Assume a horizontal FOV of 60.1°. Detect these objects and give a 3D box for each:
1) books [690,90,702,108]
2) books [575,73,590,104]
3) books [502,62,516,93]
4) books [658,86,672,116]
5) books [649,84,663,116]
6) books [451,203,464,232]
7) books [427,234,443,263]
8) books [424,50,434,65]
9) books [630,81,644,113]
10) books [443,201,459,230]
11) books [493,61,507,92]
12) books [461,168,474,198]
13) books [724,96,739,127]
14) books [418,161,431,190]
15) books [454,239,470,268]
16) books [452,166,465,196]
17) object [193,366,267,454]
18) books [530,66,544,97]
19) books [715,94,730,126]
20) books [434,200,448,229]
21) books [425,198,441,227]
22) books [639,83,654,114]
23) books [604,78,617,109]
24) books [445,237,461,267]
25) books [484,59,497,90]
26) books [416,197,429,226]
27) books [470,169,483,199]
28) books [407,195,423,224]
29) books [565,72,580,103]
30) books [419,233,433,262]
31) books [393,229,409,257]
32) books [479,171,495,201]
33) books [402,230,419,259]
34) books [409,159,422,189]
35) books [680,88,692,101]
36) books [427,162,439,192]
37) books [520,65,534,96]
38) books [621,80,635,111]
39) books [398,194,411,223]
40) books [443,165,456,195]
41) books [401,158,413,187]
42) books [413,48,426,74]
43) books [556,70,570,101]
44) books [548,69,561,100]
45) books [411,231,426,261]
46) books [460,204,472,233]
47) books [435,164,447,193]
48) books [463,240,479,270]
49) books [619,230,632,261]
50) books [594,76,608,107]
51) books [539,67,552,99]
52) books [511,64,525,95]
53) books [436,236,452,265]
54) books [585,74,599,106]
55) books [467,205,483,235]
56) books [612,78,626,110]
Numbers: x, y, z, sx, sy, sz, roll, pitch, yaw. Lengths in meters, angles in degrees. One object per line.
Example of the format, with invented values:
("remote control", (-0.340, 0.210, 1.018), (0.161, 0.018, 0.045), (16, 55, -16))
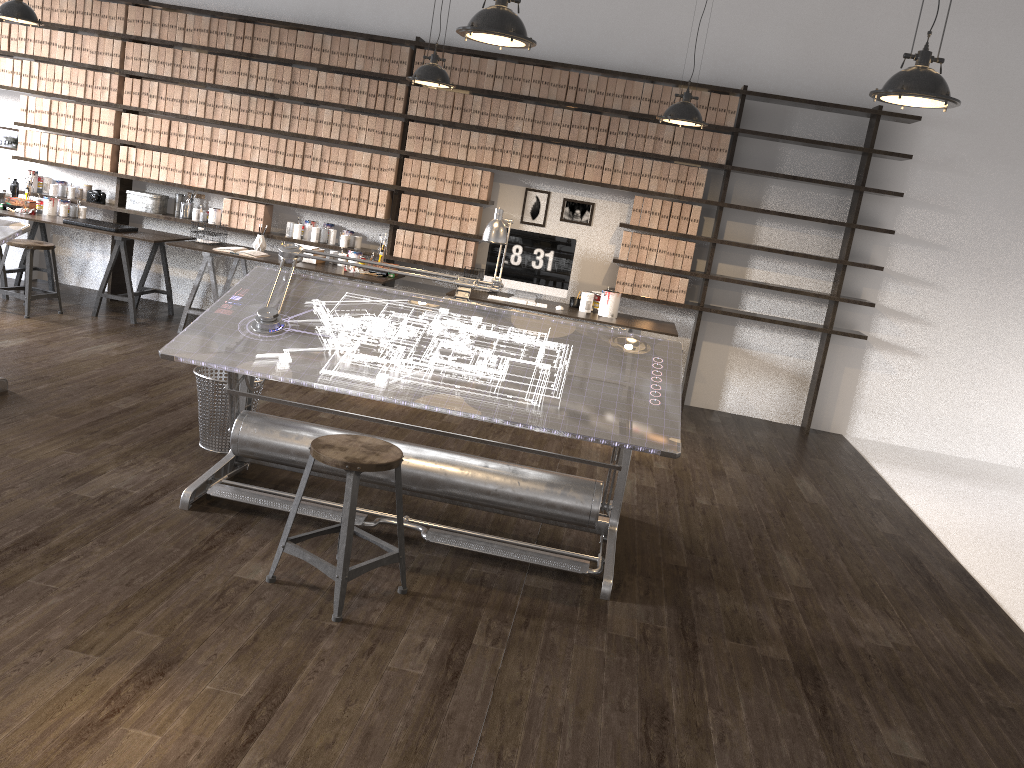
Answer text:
("books", (1.353, -2.065, 6.606), (0.067, 0.224, 0.176), (10, 11, 6))
("books", (0.536, -2.222, 6.702), (0.067, 0.224, 0.176), (10, 11, 6))
("books", (-0.014, -2.326, 6.761), (0.067, 0.224, 0.176), (10, 11, 6))
("books", (1.145, -2.107, 6.636), (0.067, 0.224, 0.176), (10, 11, 6))
("books", (1.076, -2.119, 6.642), (0.067, 0.224, 0.176), (10, 11, 6))
("books", (-0.415, -1.308, 6.963), (0.067, 0.224, 0.176), (10, 11, 6))
("books", (-0.610, -1.071, 7.032), (0.067, 0.223, 0.176), (10, 11, 6))
("books", (-0.628, -2.441, 6.823), (0.067, 0.224, 0.176), (10, 11, 6))
("books", (0.936, -2.145, 6.655), (0.067, 0.223, 0.176), (10, 11, 6))
("books", (-0.480, -1.322, 6.976), (0.067, 0.224, 0.176), (10, 11, 6))
("books", (-0.083, -2.338, 6.764), (0.067, 0.224, 0.176), (10, 11, 6))
("books", (-0.337, -1.568, 6.919), (0.067, 0.224, 0.176), (10, 11, 6))
("books", (1.625, -2.015, 6.580), (0.067, 0.224, 0.176), (10, 11, 6))
("books", (-0.670, -1.631, 6.951), (0.067, 0.224, 0.176), (10, 11, 6))
("books", (-0.395, -1.029, 7.004), (0.067, 0.224, 0.176), (10, 11, 6))
("books", (-0.406, -1.581, 6.927), (0.067, 0.224, 0.176), (10, 11, 6))
("object", (-1.404, 0.126, 4.368), (0.355, 0.374, 0.354), (15, 12, 27))
("books", (0.193, -2.285, 6.733), (0.067, 0.224, 0.176), (10, 11, 6))
("books", (1.558, -2.028, 6.591), (0.067, 0.224, 0.176), (10, 11, 6))
("books", (-0.549, -1.335, 6.984), (0.067, 0.224, 0.176), (10, 11, 6))
("books", (-0.619, -1.347, 6.987), (0.067, 0.224, 0.176), (10, 11, 6))
("books", (1.007, -2.132, 6.645), (0.067, 0.224, 0.176), (10, 11, 6))
("books", (0.744, -2.182, 6.679), (0.067, 0.224, 0.176), (10, 11, 6))
("books", (-0.464, -1.043, 7.016), (0.067, 0.224, 0.176), (10, 11, 6))
("books", (-0.154, -2.352, 6.774), (0.067, 0.223, 0.176), (10, 11, 6))
("books", (-0.688, -1.362, 6.999), (0.067, 0.224, 0.176), (10, 11, 6))
("books", (-0.268, -1.554, 6.908), (0.067, 0.224, 0.176), (10, 11, 6))
("books", (-0.762, -1.374, 7.002), (0.067, 0.224, 0.176), (10, 11, 6))
("books", (0.462, -2.235, 6.705), (0.067, 0.224, 0.176), (10, 11, 6))
("books", (-0.674, -1.083, 7.037), (0.067, 0.223, 0.176), (10, 11, 6))
("books", (-0.877, -1.121, 7.058), (0.067, 0.224, 0.176), (10, 11, 6))
("books", (-0.198, -1.542, 6.905), (0.067, 0.224, 0.176), (10, 11, 6))
("books", (-0.807, -1.107, 7.047), (0.067, 0.224, 0.176), (10, 11, 6))
("books", (-0.738, -1.644, 6.962), (0.067, 0.224, 0.176), (10, 11, 6))
("books", (1.283, -2.079, 6.614), (0.067, 0.224, 0.176), (10, 11, 6))
("books", (-0.599, -1.617, 6.945), (0.067, 0.223, 0.176), (10, 11, 6))
("books", (0.122, -2.300, 6.744), (0.067, 0.224, 0.176), (10, 11, 6))
("books", (0.875, -2.157, 6.663), (0.067, 0.223, 0.176), (10, 11, 6))
("books", (-0.834, -1.389, 7.015), (0.067, 0.223, 0.176), (10, 11, 6))
("books", (-0.473, -1.593, 6.928), (0.067, 0.224, 0.176), (10, 11, 6))
("books", (-0.806, -1.658, 6.972), (0.067, 0.224, 0.176), (10, 11, 6))
("books", (-0.700, -2.456, 6.837), (0.067, 0.223, 0.176), (10, 11, 6))
("books", (0.390, -2.249, 6.718), (0.067, 0.223, 0.176), (10, 11, 6))
("books", (0.326, -2.261, 6.722), (0.067, 0.223, 0.176), (10, 11, 6))
("books", (-0.736, -1.093, 7.039), (0.067, 0.224, 0.176), (10, 11, 6))
("books", (-0.349, -1.297, 6.960), (0.067, 0.223, 0.176), (10, 11, 6))
("books", (-0.537, -1.606, 6.940), (0.067, 0.223, 0.176), (10, 11, 6))
("books", (-0.325, -1.017, 7.000), (0.067, 0.224, 0.176), (10, 11, 6))
("books", (0.873, -1.065, 6.824), (0.067, 0.224, 0.176), (10, 11, 6))
("books", (0.675, -2.196, 6.686), (0.067, 0.224, 0.176), (10, 11, 6))
("books", (0.263, -2.272, 6.725), (0.067, 0.224, 0.176), (10, 11, 6))
("books", (0.054, -2.313, 6.755), (0.067, 0.224, 0.176), (10, 11, 6))
("books", (-0.538, -1.056, 7.019), (0.067, 0.224, 0.176), (10, 11, 6))
("books", (0.605, -2.208, 6.690), (0.067, 0.224, 0.176), (10, 11, 6))
("books", (-0.288, -1.285, 6.952), (0.067, 0.223, 0.176), (10, 11, 6))
("books", (0.809, -2.169, 6.666), (0.067, 0.224, 0.176), (10, 11, 6))
